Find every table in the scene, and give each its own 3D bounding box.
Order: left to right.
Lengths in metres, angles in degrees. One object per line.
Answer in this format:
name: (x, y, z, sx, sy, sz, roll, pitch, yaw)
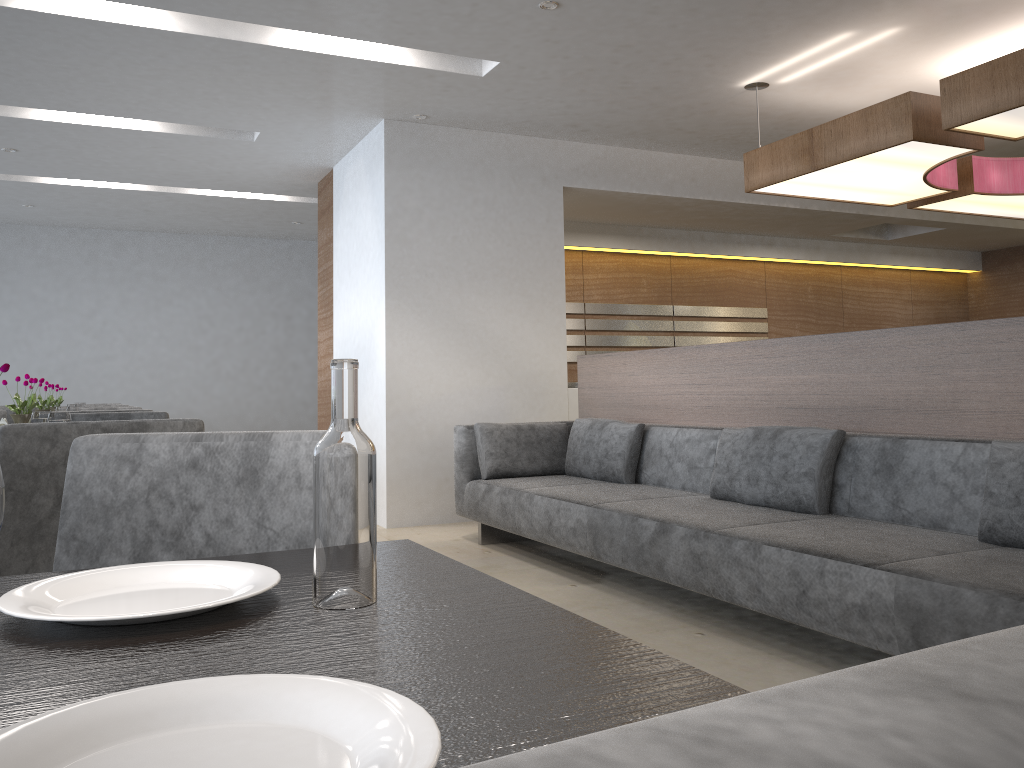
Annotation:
table: (-0.487, 0.502, 0.406, 1.188, 0.638, 0.774, 0, -2, -25)

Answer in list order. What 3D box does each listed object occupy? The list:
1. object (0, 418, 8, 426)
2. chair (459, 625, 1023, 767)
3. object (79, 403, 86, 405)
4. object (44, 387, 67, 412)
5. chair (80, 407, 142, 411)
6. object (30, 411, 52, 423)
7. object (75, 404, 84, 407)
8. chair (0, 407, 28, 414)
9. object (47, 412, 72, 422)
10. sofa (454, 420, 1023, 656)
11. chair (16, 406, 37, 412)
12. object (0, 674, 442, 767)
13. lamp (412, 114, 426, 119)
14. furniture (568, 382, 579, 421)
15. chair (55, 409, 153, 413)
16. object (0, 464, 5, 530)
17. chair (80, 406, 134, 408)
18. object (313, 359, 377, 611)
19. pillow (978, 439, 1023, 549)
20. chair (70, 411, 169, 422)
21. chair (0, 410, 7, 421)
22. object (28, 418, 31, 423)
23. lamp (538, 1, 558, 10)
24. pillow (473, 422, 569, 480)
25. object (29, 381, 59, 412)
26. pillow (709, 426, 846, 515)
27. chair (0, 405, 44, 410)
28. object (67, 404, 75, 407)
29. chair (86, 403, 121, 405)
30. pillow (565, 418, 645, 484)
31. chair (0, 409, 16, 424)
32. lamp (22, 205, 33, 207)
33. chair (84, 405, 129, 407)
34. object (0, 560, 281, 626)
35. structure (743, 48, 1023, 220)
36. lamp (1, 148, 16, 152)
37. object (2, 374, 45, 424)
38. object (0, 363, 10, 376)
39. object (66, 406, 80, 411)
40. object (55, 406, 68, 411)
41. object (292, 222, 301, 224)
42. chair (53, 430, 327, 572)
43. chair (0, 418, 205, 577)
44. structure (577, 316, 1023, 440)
object: (-2.060, 0.186, 3.583, 0.202, 0.100, 0.070, -2, -3, 34)
chair: (-0.120, 0.431, 0.244, 0.476, 0.767, 0.490, 1, -4, -30)
object: (-3.295, 0.214, 6.781, 0.053, 0.140, 0.053, -3, -5, 23)
object: (-3.494, 0.149, 6.765, 0.154, 0.278, 0.103, 1, -5, -28)
chair: (-1.906, 0.493, 4.037, 0.477, 0.767, 0.489, 0, -4, -20)
object: (-1.233, 0.142, 2.318, 0.053, 0.140, 0.053, -3, -5, 23)
object: (-2.526, 0.187, 5.159, 0.053, 0.140, 0.053, -3, -5, 23)
chair: (-3.132, 0.525, 5.352, 0.476, 0.767, 0.490, 1, -4, -30)
object: (-1.088, 0.138, 2.122, 0.053, 0.140, 0.053, -3, -5, 23)
sofa: (0.840, 0.505, 3.387, 0.835, 0.631, 3.784, 0, -1, -25)
chair: (-3.575, 0.541, 6.307, 0.477, 0.767, 0.489, 0, -4, -20)
object: (-0.139, 0.169, 0.388, 0.216, 0.015, 0.216, -2, -1, 45)
lamp: (-0.573, -1.647, 5.453, 0.089, 0.007, 0.088, -1, 0, 20)
furniture: (3.291, 0.366, 6.286, 5.645, 0.858, 4.240, -1, -1, -25)
chair: (-1.634, 0.483, 3.441, 0.476, 0.767, 0.490, 1, -4, -30)
object: (-0.321, 0.111, 0.504, 0.053, 0.140, 0.053, -3, -5, 23)
chair: (-2.364, 0.508, 4.981, 0.476, 0.767, 0.490, 1, -4, -30)
object: (-0.138, 0.080, 0.731, 0.052, 0.202, 0.051, -2, -5, 17)
pillow: (1.534, 0.304, 2.323, 0.181, 0.322, 0.635, 1, -2, -26)
chair: (-1.184, 0.468, 2.513, 0.477, 0.767, 0.489, 0, -4, -20)
chair: (-2.402, 0.500, 3.812, 0.476, 0.767, 0.490, 1, -4, -30)
object: (-2.789, 0.212, 5.123, 0.202, 0.100, 0.070, -2, -3, 34)
lamp: (0.160, -1.672, 3.906, 0.089, 0.007, 0.088, -1, 0, 20)
pillow: (0.081, 0.356, 4.819, 0.559, 0.308, 0.187, 0, -4, -25)
object: (-2.735, 0.122, 5.162, 0.154, 0.278, 0.103, 1, -5, -28)
pillow: (1.005, 0.322, 3.440, 0.181, 0.322, 0.635, 1, -2, -26)
chair: (-3.891, 0.552, 6.955, 0.476, 0.767, 0.490, 1, -4, -30)
object: (-2.672, 0.192, 5.354, 0.053, 0.140, 0.053, -3, -5, 23)
chair: (-3.395, 0.544, 7.180, 0.477, 0.767, 0.489, 0, -4, -20)
pillow: (0.461, 0.341, 4.588, 0.181, 0.322, 0.635, 1, -2, -25)
chair: (-2.816, 0.515, 4.704, 0.477, 0.767, 0.489, 0, -4, -20)
lamp: (-4.251, -1.562, 7.759, 0.089, 0.007, 0.088, -1, 0, 20)
chair: (-2.635, 0.518, 5.577, 0.477, 0.767, 0.489, 0, -4, -20)
object: (-0.304, 0.175, 0.735, 0.216, 0.015, 0.216, -2, -1, 45)
structure: (2.928, -1.425, 4.443, 2.445, 0.622, 2.433, -1, -1, -25)
lamp: (-3.425, -1.590, 6.014, 0.089, 0.007, 0.088, -1, 0, 20)
object: (-2.005, 0.097, 3.622, 0.154, 0.278, 0.103, 1, -5, -28)
object: (-1.283, 0.072, 2.098, 0.154, 0.278, 0.103, 1, -5, -28)
object: (-1.800, 0.162, 3.626, 0.053, 0.140, 0.053, -3, -5, 23)
object: (-1.946, 0.166, 3.821, 0.053, 0.140, 0.053, -3, -5, 23)
object: (-2.138, -1.593, 8.756, 0.089, 0.007, 0.088, -1, 0, 20)
chair: (-0.377, 0.440, 0.851, 0.477, 0.767, 0.489, -1, -4, 5)
chair: (-0.912, 0.458, 1.917, 0.476, 0.767, 0.490, 1, -4, -30)
structure: (1.306, 0.306, 3.631, 0.224, 1.013, 3.759, 1, -2, -25)
